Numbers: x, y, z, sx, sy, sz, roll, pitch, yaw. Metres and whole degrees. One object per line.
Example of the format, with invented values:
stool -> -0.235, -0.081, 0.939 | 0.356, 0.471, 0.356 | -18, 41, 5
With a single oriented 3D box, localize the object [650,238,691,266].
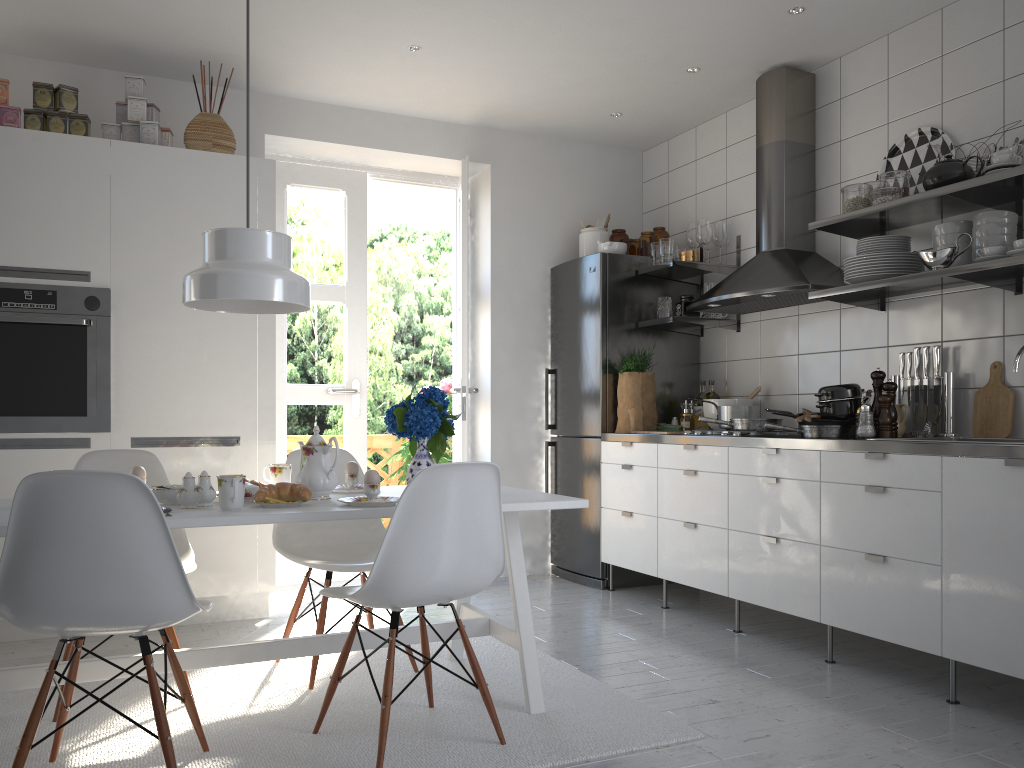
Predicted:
object -> 0.845, -0.691, 4.751 | 0.228, 0.134, 0.190 | 1, -2, -35

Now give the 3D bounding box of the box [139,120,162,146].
box -> -1.583, -1.086, 3.880 | 0.081, 0.111, 0.081 | 0, -1, -11

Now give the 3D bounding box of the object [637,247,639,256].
object -> 0.769, -0.750, 5.106 | 0.093, 0.127, 0.093 | 0, -1, -4

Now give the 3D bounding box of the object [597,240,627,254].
object -> 0.565, -0.748, 4.922 | 0.173, 0.110, 0.159 | 1, -2, -31

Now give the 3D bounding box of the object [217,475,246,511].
object -> -0.766, 0.297, 2.410 | 0.078, 0.095, 0.091 | 0, -1, 11

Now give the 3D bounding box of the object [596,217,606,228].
object -> 0.486, -0.834, 5.151 | 0.064, 0.290, 0.141 | 0, 0, 38

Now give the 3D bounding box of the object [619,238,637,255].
object -> 0.668, -0.761, 5.153 | 0.113, 0.154, 0.113 | 0, -1, 3

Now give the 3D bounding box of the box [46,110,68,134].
box -> -1.928, -1.090, 3.757 | 0.081, 0.111, 0.081 | 0, -1, -26

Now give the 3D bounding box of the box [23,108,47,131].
box -> -2.004, -1.091, 3.733 | 0.081, 0.111, 0.081 | 0, -1, -11

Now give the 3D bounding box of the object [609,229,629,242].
object -> 0.636, -0.797, 5.276 | 0.117, 0.236, 0.117 | 0, 0, 0

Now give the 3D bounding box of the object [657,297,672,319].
object -> 0.810, -0.400, 4.703 | 0.086, 0.119, 0.086 | 0, -1, -29

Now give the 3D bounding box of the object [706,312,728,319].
object -> 1.085, -0.390, 4.717 | 0.083, 0.100, 0.108 | 1, -1, -36

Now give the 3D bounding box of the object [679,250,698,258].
object -> 0.924, -0.667, 4.635 | 0.099, 0.048, 0.100 | 0, -2, -2

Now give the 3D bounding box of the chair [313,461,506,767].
chair -> -0.272, 0.607, 2.484 | 0.465, 0.800, 0.542 | 0, -1, -36

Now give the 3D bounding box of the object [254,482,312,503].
object -> -0.657, 0.313, 2.556 | 0.161, 0.057, 0.124 | 0, -2, -11

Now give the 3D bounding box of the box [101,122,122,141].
box -> -1.764, -1.085, 3.902 | 0.081, 0.111, 0.081 | 0, -1, -26

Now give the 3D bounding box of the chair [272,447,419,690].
chair -> -0.628, 0.638, 3.263 | 0.465, 0.800, 0.542 | 0, -1, -31

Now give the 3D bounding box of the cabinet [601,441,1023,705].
cabinet -> 1.460, 0.648, 3.391 | 0.662, 0.795, 3.240 | 0, -2, -26

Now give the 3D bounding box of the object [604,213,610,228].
object -> 0.527, -0.836, 5.130 | 0.131, 0.296, 0.056 | 0, 0, 44

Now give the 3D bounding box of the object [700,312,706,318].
object -> 1.049, -0.387, 4.792 | 0.083, 0.100, 0.108 | 1, -1, -36

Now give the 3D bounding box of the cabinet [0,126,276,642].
cabinet -> -1.811, 0.021, 3.984 | 1.378, 2.096, 0.513 | 0, 0, -26

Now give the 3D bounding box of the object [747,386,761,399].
object -> 1.153, 0.127, 4.512 | 0.221, 0.232, 0.080 | 0, 0, 25

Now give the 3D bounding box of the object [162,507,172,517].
object -> -0.908, 0.335, 2.324 | 0.032, 0.011, 0.140 | 1, -2, -22

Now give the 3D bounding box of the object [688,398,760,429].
object -> 1.032, 0.141, 4.330 | 0.348, 0.154, 0.200 | 0, -1, 14

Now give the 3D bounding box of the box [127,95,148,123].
box -> -1.644, -1.195, 3.889 | 0.081, 0.111, 0.081 | 0, -1, -21

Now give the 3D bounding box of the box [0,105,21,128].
box -> -2.092, -1.093, 3.694 | 0.081, 0.111, 0.081 | 0, -1, -31

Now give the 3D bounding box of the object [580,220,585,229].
object -> 0.435, -0.819, 5.167 | 0.054, 0.262, 0.149 | 0, 0, 39

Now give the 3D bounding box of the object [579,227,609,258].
object -> 0.478, -0.789, 5.145 | 0.174, 0.208, 0.174 | 1, -1, -30

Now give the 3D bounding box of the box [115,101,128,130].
box -> -1.721, -1.193, 3.956 | 0.081, 0.111, 0.081 | 0, -1, -16

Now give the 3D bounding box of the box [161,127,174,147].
box -> -1.563, -1.082, 3.967 | 0.081, 0.111, 0.081 | 0, -1, -11

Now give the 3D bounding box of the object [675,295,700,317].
object -> 0.919, -0.404, 4.646 | 0.100, 0.123, 0.100 | 0, -1, -16

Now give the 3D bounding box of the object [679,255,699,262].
object -> 0.926, -0.645, 4.634 | 0.100, 0.036, 0.100 | 0, -2, -6

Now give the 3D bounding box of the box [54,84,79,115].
box -> -1.893, -1.200, 3.760 | 0.081, 0.111, 0.081 | -1, -1, 44

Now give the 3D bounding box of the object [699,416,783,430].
object -> 1.056, 0.175, 4.029 | 0.351, 0.061, 0.232 | -2, -3, 43

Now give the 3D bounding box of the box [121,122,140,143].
box -> -1.671, -1.085, 3.903 | 0.081, 0.111, 0.081 | 0, -1, -11

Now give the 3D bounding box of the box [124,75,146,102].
box -> -1.674, -1.302, 3.937 | 0.081, 0.111, 0.081 | 0, -1, -16

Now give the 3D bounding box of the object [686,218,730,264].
object -> 1.048, -0.746, 4.773 | 0.205, 0.244, 0.193 | 0, -1, -27

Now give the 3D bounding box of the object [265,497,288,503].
object -> -0.663, 0.331, 2.505 | 0.070, 0.036, 0.109 | 1, -2, -17

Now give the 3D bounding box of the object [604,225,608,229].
object -> 0.526, -0.814, 5.139 | 0.050, 0.247, 0.114 | 0, 0, 29

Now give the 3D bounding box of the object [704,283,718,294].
object -> 1.068, -0.489, 4.746 | 0.083, 0.100, 0.108 | 0, -1, 9

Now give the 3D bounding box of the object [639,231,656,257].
object -> 0.756, -0.769, 4.953 | 0.093, 0.154, 0.093 | 0, -1, -3

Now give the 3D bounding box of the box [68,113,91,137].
box -> -1.849, -1.089, 3.790 | 0.081, 0.111, 0.081 | 0, -1, -16

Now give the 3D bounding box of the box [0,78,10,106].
box -> -2.134, -1.204, 3.677 | 0.081, 0.111, 0.081 | 1, -1, -36

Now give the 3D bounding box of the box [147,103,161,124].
box -> -1.630, -1.192, 3.976 | 0.081, 0.111, 0.081 | 0, -1, -1

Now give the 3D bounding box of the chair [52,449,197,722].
chair -> -1.297, 0.625, 2.943 | 0.465, 0.800, 0.542 | 0, -1, -26

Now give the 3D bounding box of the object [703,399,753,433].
object -> 1.106, 0.167, 4.543 | 0.247, 0.175, 0.247 | 0, -2, 15

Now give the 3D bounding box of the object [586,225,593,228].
object -> 0.459, -0.814, 5.171 | 0.061, 0.251, 0.117 | 0, 0, 4

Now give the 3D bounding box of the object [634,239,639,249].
object -> 0.760, -0.771, 5.314 | 0.113, 0.186, 0.113 | 0, -1, 4

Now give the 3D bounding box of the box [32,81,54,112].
box -> -1.972, -1.201, 3.730 | 0.081, 0.111, 0.081 | 0, -1, -26

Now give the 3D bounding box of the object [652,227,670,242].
object -> 0.836, -0.787, 5.024 | 0.097, 0.195, 0.097 | 0, 0, -26

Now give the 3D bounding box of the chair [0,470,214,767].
chair -> -0.977, 0.594, 2.155 | 0.465, 0.800, 0.542 | 0, -1, -11
